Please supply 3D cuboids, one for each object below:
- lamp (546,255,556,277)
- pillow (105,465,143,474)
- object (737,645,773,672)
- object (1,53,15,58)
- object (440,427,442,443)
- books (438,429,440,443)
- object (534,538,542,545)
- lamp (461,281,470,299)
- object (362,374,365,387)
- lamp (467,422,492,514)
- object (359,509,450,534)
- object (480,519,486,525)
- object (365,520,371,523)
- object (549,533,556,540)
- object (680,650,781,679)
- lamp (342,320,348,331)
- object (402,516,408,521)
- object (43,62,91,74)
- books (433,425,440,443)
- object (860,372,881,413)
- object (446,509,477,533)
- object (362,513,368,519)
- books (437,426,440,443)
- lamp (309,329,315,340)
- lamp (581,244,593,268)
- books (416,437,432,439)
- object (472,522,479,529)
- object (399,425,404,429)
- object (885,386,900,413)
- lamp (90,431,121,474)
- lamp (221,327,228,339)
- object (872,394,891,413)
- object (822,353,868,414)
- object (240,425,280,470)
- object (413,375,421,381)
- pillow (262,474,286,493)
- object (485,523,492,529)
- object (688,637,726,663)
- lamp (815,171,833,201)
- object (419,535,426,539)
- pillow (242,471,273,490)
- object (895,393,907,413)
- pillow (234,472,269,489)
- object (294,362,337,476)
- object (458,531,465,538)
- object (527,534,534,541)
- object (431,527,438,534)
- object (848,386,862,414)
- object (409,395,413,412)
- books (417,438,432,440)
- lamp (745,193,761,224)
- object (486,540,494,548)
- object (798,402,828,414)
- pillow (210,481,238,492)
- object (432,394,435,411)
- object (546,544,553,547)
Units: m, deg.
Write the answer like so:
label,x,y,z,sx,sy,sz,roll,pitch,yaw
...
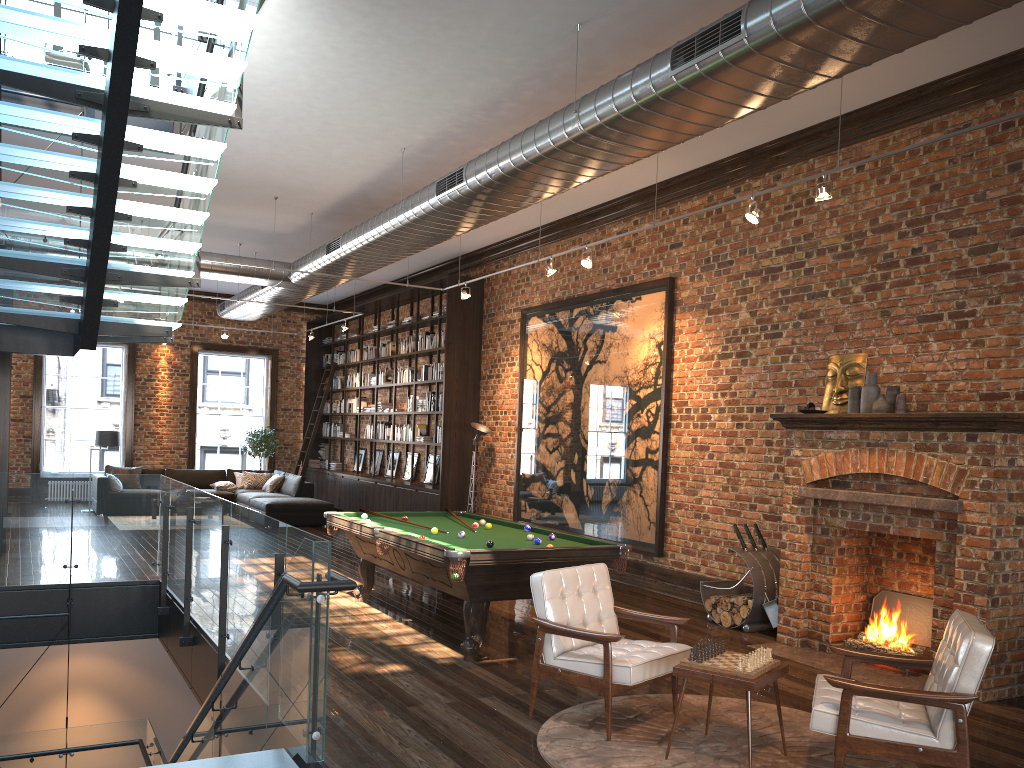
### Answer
label,x,y,z,sx,sy,sz,roll,pitch,yaw
lamp,0.421,-1.246,9.371,0.113,0.230,0.114,3,1,40
pillow,-7.072,1.696,16.119,0.702,0.440,0.304,3,-1,-29
object,1.237,1.378,4.504,0.075,0.101,0.335,2,-3,36
object,-7.316,-3.829,12.618,0.811,1.866,0.800,2,1,14
object,-1.067,0.824,14.206,0.178,0.253,0.012,2,1,-29
books,-1.085,0.840,14.243,0.189,0.223,0.035,3,1,-29
object,0.202,1.230,6.934,0.057,0.057,0.057,3,-1,-24
lamp,-0.584,-1.176,11.174,0.113,0.230,0.114,2,0,-15
object,-2.872,-0.071,17.250,0.075,0.255,0.087,1,1,-39
lamp,-0.494,1.471,12.814,0.425,1.829,0.505,2,1,-24
object,-1.010,1.245,8.095,0.028,0.072,1.604,2,-2,-37
object,-0.275,1.293,8.291,0.057,0.057,0.057,2,-1,16
object,-1.275,1.228,7.851,0.057,0.057,0.057,3,-1,-30
object,0.330,1.256,7.285,0.057,0.057,0.057,2,-1,-7
object,1.130,1.441,4.581,0.387,0.028,0.389,0,-4,36
lamp,-2.867,-1.016,15.264,0.114,0.230,0.113,3,1,37
object,-1.008,1.268,8.340,0.057,0.057,0.057,2,-1,19
object,-4.675,-3.373,9.454,0.541,0.770,0.519,2,0,-19
books,-1.188,0.817,14.436,0.172,0.284,0.066,2,1,-29
object,2.851,0.084,7.046,0.145,0.350,0.145,2,1,8
object,-0.490,1.282,8.385,0.028,0.072,1.606,2,-3,-13
object,-1.401,1.258,8.432,0.058,0.058,0.057,3,-1,-28
books,-1.123,0.822,14.330,0.172,0.267,0.037,2,1,-29
lamp,-3.840,-0.947,17.016,0.113,0.230,0.114,2,0,10
lamp,0.745,-1.269,8.791,0.113,0.230,0.114,2,0,0
books,-1.475,0.908,14.867,0.161,0.012,0.298,4,-4,-29
object,-0.327,1.271,7.959,0.057,0.057,0.057,2,-1,26
object,-1.939,0.873,15.813,0.166,0.283,0.015,2,1,-29
object,2.964,0.133,6.904,0.120,0.243,0.120,2,0,-9
lamp,-7.365,1.567,15.840,0.687,1.468,0.419,2,1,1
lamp,-5.588,-1.000,17.259,0.114,0.230,0.113,2,1,30
object,2.840,0.160,6.813,0.136,0.169,0.136,2,-1,13
object,2.768,0.013,7.450,0.125,0.536,0.408,2,0,-29
object,-5.393,1.801,18.889,0.813,1.866,0.799,2,1,-21
object,-1.587,-0.091,15.148,0.235,0.137,0.096,0,-2,45
pillow,-4.511,1.888,16.765,0.314,0.355,0.628,3,-2,-29
object,-0.210,1.276,7.958,0.057,0.057,0.057,3,-1,-29
object,1.028,1.379,4.655,0.075,0.101,0.335,2,-3,36
lamp,2.182,-1.380,6.199,0.117,0.213,0.117,2,0,12
object,-0.688,1.186,6.785,0.057,0.057,0.057,2,-1,18
pillow,-4.885,1.859,17.090,0.612,0.362,0.287,3,-1,-25
object,2.971,0.158,6.773,0.081,0.179,0.081,2,1,13
pillow,-5.037,1.887,17.212,0.704,0.338,0.269,4,-1,-28
object,-4.221,1.061,18.597,0.898,3.080,0.494,2,1,-29
object,-0.407,1.222,7.192,0.057,0.057,0.057,2,-1,31
object,0.150,1.244,7.204,0.057,0.057,0.057,2,-1,10
object,-0.645,1.225,7.397,0.057,0.057,0.057,2,-1,8
object,2.784,0.140,7.178,0.118,0.250,0.118,2,1,19
object,-1.699,0.331,15.084,0.069,0.288,0.117,1,1,-36
books,-1.466,0.921,14.871,0.161,0.012,0.303,4,-4,-25
lamp,1.847,-1.347,6.801,0.113,0.230,0.114,3,1,35
object,-0.164,1.197,6.624,0.057,0.057,0.057,3,-1,-24
object,2.459,0.203,7.239,0.237,0.105,0.236,3,-3,-19
pillow,-5.443,1.940,16.751,0.410,0.204,0.610,4,-3,-31
object,-1.266,0.301,14.313,0.069,0.288,0.117,1,1,-36
object,0.280,1.208,6.525,0.057,0.057,0.057,2,-1,-11
